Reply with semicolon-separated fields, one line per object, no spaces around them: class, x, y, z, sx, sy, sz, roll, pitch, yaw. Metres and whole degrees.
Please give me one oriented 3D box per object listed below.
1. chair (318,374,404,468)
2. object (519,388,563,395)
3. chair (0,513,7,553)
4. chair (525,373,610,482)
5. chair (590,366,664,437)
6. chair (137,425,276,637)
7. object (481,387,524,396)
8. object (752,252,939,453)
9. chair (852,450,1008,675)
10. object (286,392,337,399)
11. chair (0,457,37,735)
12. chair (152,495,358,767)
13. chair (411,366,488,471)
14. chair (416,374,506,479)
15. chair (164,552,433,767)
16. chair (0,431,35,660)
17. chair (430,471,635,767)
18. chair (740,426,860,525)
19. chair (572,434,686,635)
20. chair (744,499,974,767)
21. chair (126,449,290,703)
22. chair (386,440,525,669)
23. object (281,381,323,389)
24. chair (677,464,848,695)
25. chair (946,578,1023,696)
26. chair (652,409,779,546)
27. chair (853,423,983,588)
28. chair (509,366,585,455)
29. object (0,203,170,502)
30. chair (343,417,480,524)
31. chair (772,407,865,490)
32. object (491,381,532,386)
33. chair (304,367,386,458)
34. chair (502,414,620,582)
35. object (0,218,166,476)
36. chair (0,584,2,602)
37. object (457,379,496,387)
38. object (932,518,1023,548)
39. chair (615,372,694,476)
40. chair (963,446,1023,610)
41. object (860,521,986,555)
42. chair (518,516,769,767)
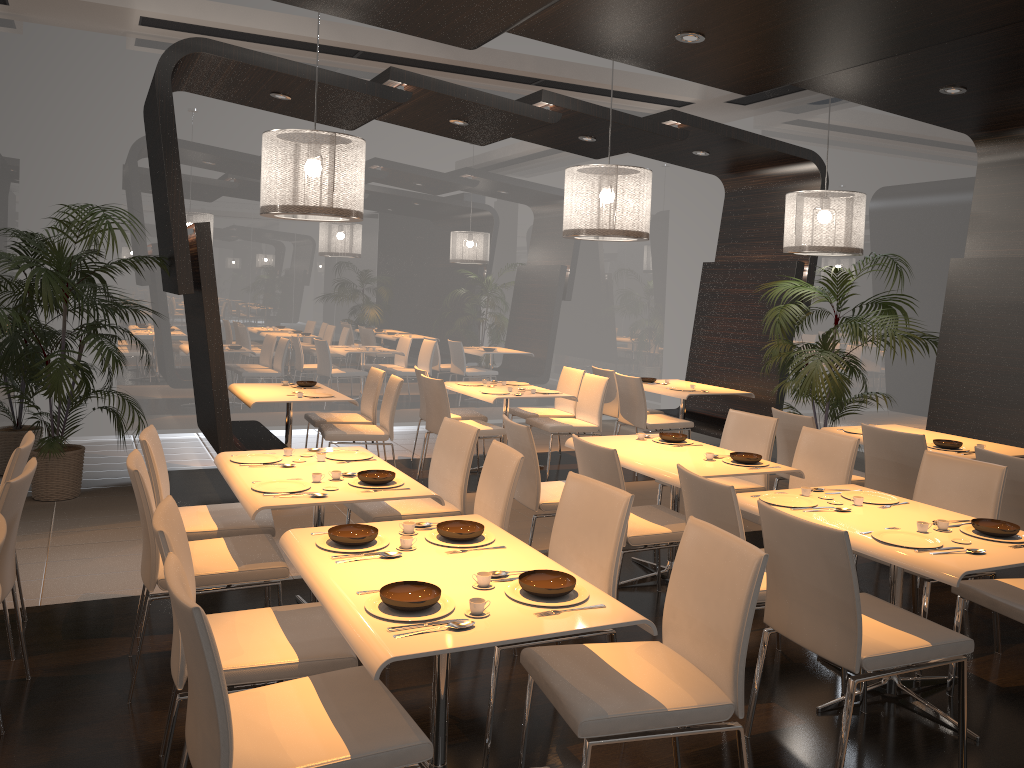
chair;-1.175;0.379;6.883;0.605;0.867;0.486;1;3;-18
object;0.223;0.050;7.624;0.335;0.038;0.378;-2;7;-36
chair;-1.701;0.842;2.349;0.605;0.872;0.486;1;3;-28
chair;0.490;0.358;7.702;0.605;0.867;0.486;1;3;-23
chair;1.113;0.275;8.714;0.605;0.867;0.486;1;3;-23
chair;-1.444;0.655;4.181;0.605;0.867;0.486;1;3;-18
object;-0.073;0.062;7.401;0.335;0.038;0.378;-1;7;-32
object;2.772;-0.128;7.545;1.504;2.055;1.568;2;3;-12
chair;1.932;0.794;4.154;0.605;0.872;0.486;1;3;-28
object;-1.545;0.070;6.775;0.335;0.038;0.378;-2;7;-36
chair;-2.059;0.740;3.152;0.605;0.867;0.486;1;3;-18
chair;-0.827;0.825;2.810;0.605;0.867;0.486;1;3;-18
chair;-0.575;0.291;7.931;0.605;0.867;0.486;1;3;-18
chair;-0.426;0.372;7.246;0.605;0.872;0.486;1;3;-28
chair;-0.574;0.893;2.266;0.605;0.867;0.486;1;3;-28
chair;-2.357;0.669;3.705;0.605;0.867;0.486;1;3;-23
chair;0.083;0.815;3.268;0.605;0.872;0.486;1;3;-28
chair;1.514;0.702;4.844;0.605;0.867;0.486;1;3;-23
chair;0.626;0.713;4.436;0.605;0.872;0.486;1;3;-23
chair;1.206;0.876;3.118;0.605;0.872;0.486;1;3;-23
chair;-1.250;0.725;3.595;0.605;0.867;0.486;1;3;-23
chair;-0.290;0.725;3.976;0.605;0.872;0.486;1;3;-18
object;-1.737;0.001;7.318;0.303;0.044;0.366;-1;7;-27
chair;1.023;0.805;3.716;0.605;0.872;0.486;1;3;-18
chair;2.166;0.873;3.499;0.605;0.872;0.486;1;3;-18
chair;1.280;0.623;5.499;0.605;0.867;0.486;1;3;-28
chair;2.444;0.691;5.315;0.605;0.872;0.486;1;3;-28
chair;0.330;0.287;8.328;0.605;0.872;0.486;1;3;-23
object;-3.149;-0.216;6.152;1.560;2.055;1.511;0;4;-32
chair;-0.524;0.644;4.630;0.605;0.867;0.486;1;3;-28
chair;2.065;0.618;5.866;0.605;0.872;0.486;1;3;-18
object;-0.028;-0.020;8.185;0.335;0.038;0.378;-2;7;-36
chair;-1.409;0.309;7.475;0.605;0.872;0.486;1;3;-23
chair;0.256;0.634;5.016;0.605;0.867;0.486;1;3;-18
object;-3.815;-0.336;7.034;1.564;2.055;1.507;4;4;26
chair;-1.403;0.912;1.797;0.605;0.872;0.486;1;3;-23
object;-0.309;-0.007;7.963;0.335;0.038;0.378;-1;7;-32
object;1.822;0.557;3.414;0.303;0.044;0.366;-1;7;-27
chair;1.273;0.350;8.087;0.605;0.872;0.486;1;3;-23
chair;2.739;0.784;4.537;0.605;0.867;0.486;1;3;-18
object;1.525;0.566;3.255;0.335;0.038;0.378;-1;7;-32
chair;0.386;0.891;2.646;0.605;0.867;0.486;1;3;-18
